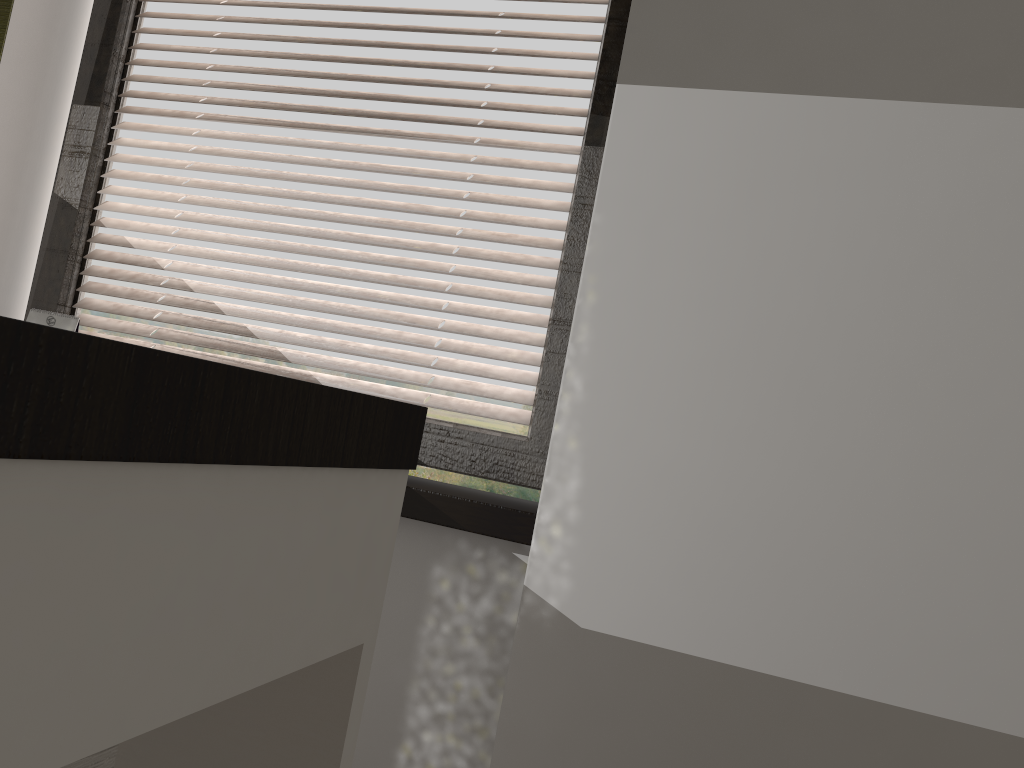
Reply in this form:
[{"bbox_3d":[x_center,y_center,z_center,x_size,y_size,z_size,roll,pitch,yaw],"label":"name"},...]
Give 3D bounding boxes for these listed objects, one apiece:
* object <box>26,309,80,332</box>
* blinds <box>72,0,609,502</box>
[{"bbox_3d":[-0.869,-0.049,1.650,0.106,0.169,0.057,10,-3,11],"label":"object"},{"bbox_3d":[-1.793,-3.245,5.531,16.000,12.704,9.030,13,-4,-34],"label":"blinds"}]
